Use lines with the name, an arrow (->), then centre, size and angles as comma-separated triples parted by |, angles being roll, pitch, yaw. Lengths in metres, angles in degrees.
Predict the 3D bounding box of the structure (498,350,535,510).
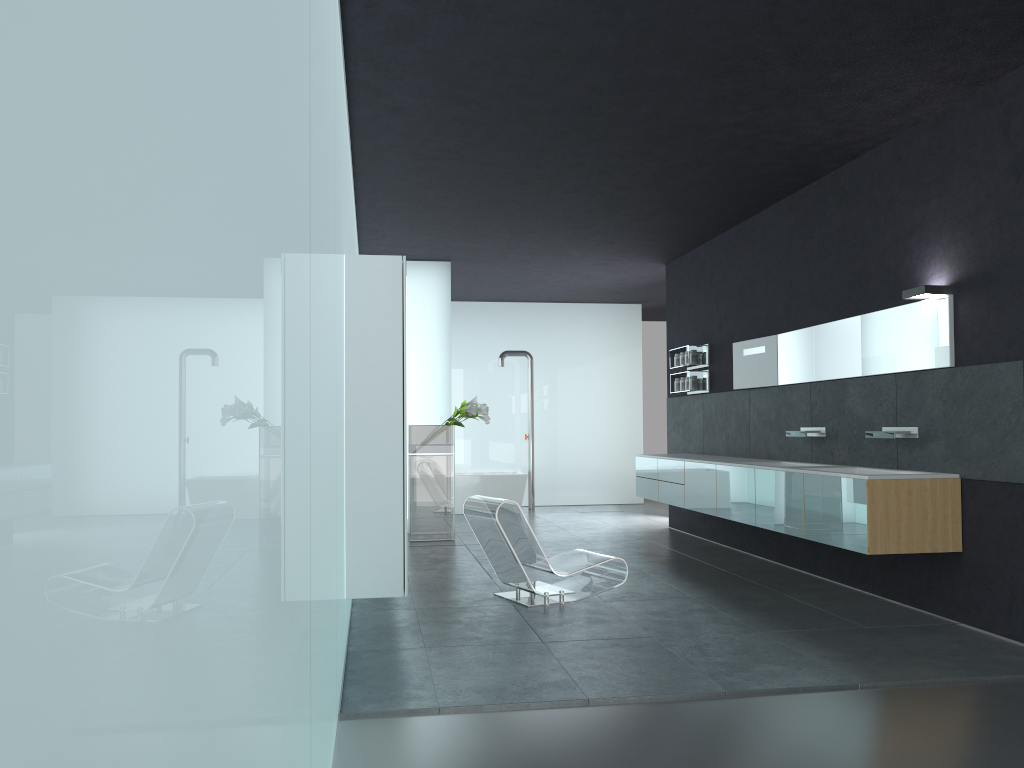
structure -> 0.079, 0.842, 15.600 | 0.643, 2.870, 0.123 | 0, -2, -9

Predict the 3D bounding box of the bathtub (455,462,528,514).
bathtub -> -0.763, 1.794, 15.441 | 1.977, 0.858, 0.961 | 0, -2, -9

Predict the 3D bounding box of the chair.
chair -> 0.289, 1.380, 7.559 | 1.261, 0.870, 0.629 | 1, -2, -27

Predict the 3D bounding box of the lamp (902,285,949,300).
lamp -> 3.104, -0.688, 6.662 | 0.198, 0.066, 0.277 | 0, -3, -9

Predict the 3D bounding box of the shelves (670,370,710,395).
shelves -> 2.306, -0.019, 11.538 | 0.265, 0.285, 0.770 | 0, -3, -9

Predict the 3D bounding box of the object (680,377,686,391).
object -> 2.248, 0.007, 11.595 | 0.096, 0.184, 0.068 | 0, -2, 0

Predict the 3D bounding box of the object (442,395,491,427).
object -> -0.782, 0.513, 11.636 | 1.024, 0.779, 0.975 | 0, -2, -17

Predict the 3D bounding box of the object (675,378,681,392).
object -> 2.214, 0.018, 11.807 | 0.096, 0.184, 0.068 | 0, -2, -17

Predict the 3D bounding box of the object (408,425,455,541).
object -> -1.073, 1.289, 11.720 | 0.585, 1.490, 0.575 | 0, -2, -9

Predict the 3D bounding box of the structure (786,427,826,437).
structure -> 2.804, 0.461, 8.499 | 0.186, 0.088, 0.482 | 0, -3, -9

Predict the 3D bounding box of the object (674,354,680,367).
object -> 2.212, -0.309, 11.816 | 0.096, 0.184, 0.068 | 0, -2, -17

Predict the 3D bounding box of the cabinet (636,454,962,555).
cabinet -> 2.443, 1.071, 9.090 | 0.734, 0.556, 5.587 | 0, -3, -9

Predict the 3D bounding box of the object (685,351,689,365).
object -> 2.275, -0.330, 11.418 | 0.096, 0.184, 0.068 | 0, -2, -11

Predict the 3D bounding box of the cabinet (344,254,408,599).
cabinet -> -1.346, 0.421, 8.691 | 0.398, 2.214, 6.009 | 0, -3, -9

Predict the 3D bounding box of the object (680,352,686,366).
object -> 2.245, -0.320, 11.604 | 0.096, 0.184, 0.068 | 0, -2, 0

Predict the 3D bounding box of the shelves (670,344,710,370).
shelves -> 2.304, -0.346, 11.547 | 0.265, 0.285, 0.770 | 0, -3, -9

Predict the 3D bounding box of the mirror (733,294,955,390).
mirror -> 2.914, -0.297, 8.317 | 0.109, 0.532, 3.725 | 0, -3, -10

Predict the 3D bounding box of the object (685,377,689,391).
object -> 2.277, -0.002, 11.409 | 0.096, 0.184, 0.068 | 0, -2, -11

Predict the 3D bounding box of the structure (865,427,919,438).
structure -> 3.024, 0.389, 7.098 | 0.186, 0.088, 0.482 | 0, -3, -9
